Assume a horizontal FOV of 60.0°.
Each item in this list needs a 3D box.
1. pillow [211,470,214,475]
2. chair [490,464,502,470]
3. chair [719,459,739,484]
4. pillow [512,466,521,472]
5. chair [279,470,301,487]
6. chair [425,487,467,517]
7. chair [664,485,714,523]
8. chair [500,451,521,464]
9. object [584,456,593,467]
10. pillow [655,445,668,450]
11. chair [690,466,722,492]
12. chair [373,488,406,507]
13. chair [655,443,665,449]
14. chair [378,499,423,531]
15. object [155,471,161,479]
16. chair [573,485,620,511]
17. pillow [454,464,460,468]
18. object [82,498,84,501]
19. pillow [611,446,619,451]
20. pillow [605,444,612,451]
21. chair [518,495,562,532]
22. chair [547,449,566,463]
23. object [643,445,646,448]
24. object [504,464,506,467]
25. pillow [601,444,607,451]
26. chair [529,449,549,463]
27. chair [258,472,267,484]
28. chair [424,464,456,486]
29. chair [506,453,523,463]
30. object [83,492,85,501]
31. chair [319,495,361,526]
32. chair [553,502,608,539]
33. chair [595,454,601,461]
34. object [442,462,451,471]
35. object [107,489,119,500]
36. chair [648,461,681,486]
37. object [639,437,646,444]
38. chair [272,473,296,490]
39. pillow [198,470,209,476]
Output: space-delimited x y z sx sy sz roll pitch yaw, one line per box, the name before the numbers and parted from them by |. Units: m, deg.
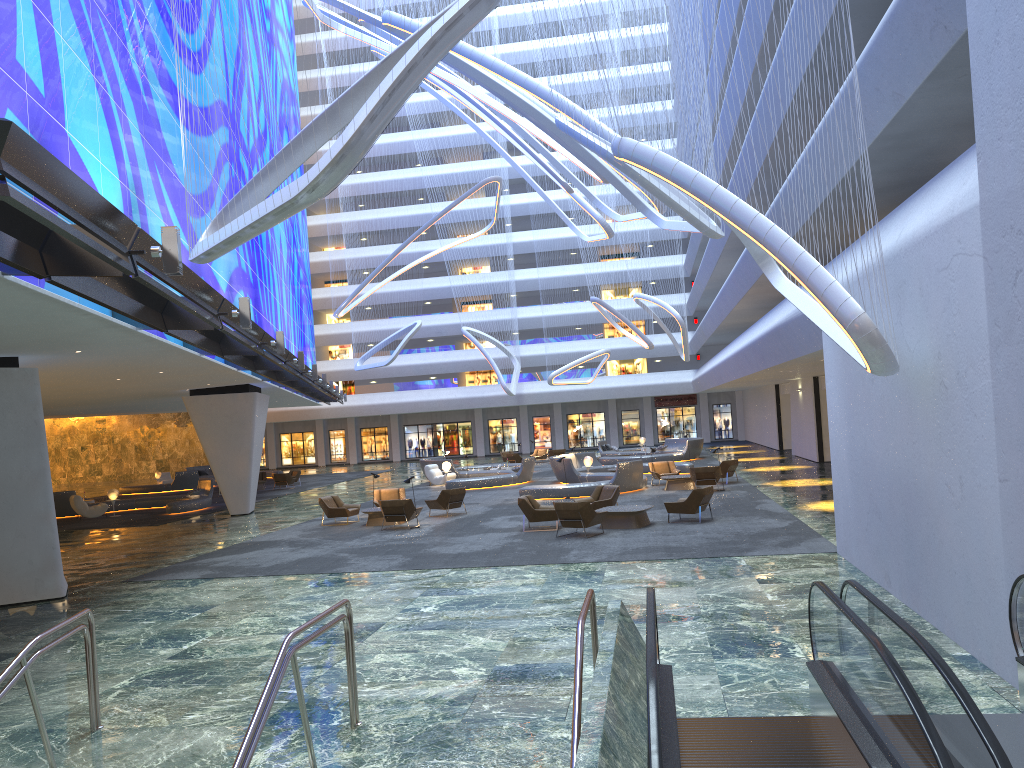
pillow | -17.706 5.249 53.350 0.774 0.366 0.317 -2 -2 -40
chair | -1.232 3.995 40.659 1.783 0.501 0.586 -3 -2 -27
chair | 6.830 2.854 28.836 0.940 0.766 0.928 -5 -2 42
pillow | 0.428 3.356 35.130 0.693 0.262 0.877 -4 -2 17
chair | -10.790 4.598 43.081 0.938 0.766 0.931 -2 -2 -43
chair | -1.785 3.258 24.482 0.940 0.766 0.928 -5 -2 42
chair | 3.978 2.686 19.790 0.940 0.766 0.929 -5 -2 33
chair | -0.117 4.129 49.285 0.928 0.766 0.940 -3 -2 -38
object | 2.813 2.848 32.646 0.367 0.387 0.318 -4 -1 16
pillow | 7.751 3.292 45.882 0.692 0.262 0.878 -3 -2 -29
chair | 5.811 2.830 26.514 0.930 0.766 0.939 -4 -2 15
chair | -3.497 3.411 25.438 0.929 0.766 0.939 -4 -1 -8
chair | 8.120 3.495 47.196 0.940 0.766 0.928 -5 -2 42
chair | -2.804 3.234 22.160 0.930 0.766 0.939 -4 -2 15
object | -19.185 4.932 48.044 0.367 0.387 0.318 -4 -1 16
chair | 2.103 2.879 21.494 0.938 0.766 0.931 -3 -2 -30
pillow | -2.778 3.913 42.180 0.443 0.207 0.445 -3 -2 -30
object | -17.372 4.670 35.857 0.151 0.118 0.071 -5 -2 44
pillow | 5.667 3.610 49.828 0.684 0.280 0.875 -2 -3 -44
pillow | 5.412 3.525 49.572 0.315 0.386 0.784 -4 -2 24
chair | 0.655 2.924 20.169 0.939 0.766 0.929 -4 -2 11
chair | 2.424 3.900 47.796 0.929 0.766 0.940 -3 -2 -13
object | 7.306 3.461 48.825 0.131 0.252 0.103 -4 -1 -8
object | -0.338 3.710 40.420 0.071 0.118 0.151 -4 -2 19
pillow | 5.203 3.563 49.570 0.295 0.368 0.769 -4 -2 21
chair | 1.574 4.027 49.566 0.930 0.766 0.938 -5 -2 27
chair | -12.476 4.723 43.391 0.929 0.766 0.940 -3 -2 -18
chair | -2.968 3.769 36.835 1.158 0.882 0.728 -5 -1 28
chair | 0.256 3.993 46.486 0.938 0.766 0.931 -3 -2 -40
object | -17.387 4.558 36.010 0.076 0.355 0.066 -4 0 1
chair | -4.718 3.445 24.232 0.939 0.766 0.929 -4 -2 17
chair | 1.410 2.812 18.626 0.930 0.766 0.938 -5 -2 36
chair | 4.371 3.851 46.498 0.587 0.501 0.490 -5 -2 43
object | -2.654 3.347 35.992 0.366 0.387 0.318 -4 -1 -9
object | -14.360 3.969 31.905 0.318 0.387 0.367 -4 -1 16
chair | 5.118 3.006 29.793 0.929 0.766 0.939 -4 -1 -8
object | 7.578 3.282 51.434 0.366 0.387 0.318 -4 -1 -9
chair | -10.590 4.507 41.127 0.929 0.766 0.939 -4 -1 7
pillow | -18.348 5.256 52.540 0.315 0.386 0.784 -4 -2 25
